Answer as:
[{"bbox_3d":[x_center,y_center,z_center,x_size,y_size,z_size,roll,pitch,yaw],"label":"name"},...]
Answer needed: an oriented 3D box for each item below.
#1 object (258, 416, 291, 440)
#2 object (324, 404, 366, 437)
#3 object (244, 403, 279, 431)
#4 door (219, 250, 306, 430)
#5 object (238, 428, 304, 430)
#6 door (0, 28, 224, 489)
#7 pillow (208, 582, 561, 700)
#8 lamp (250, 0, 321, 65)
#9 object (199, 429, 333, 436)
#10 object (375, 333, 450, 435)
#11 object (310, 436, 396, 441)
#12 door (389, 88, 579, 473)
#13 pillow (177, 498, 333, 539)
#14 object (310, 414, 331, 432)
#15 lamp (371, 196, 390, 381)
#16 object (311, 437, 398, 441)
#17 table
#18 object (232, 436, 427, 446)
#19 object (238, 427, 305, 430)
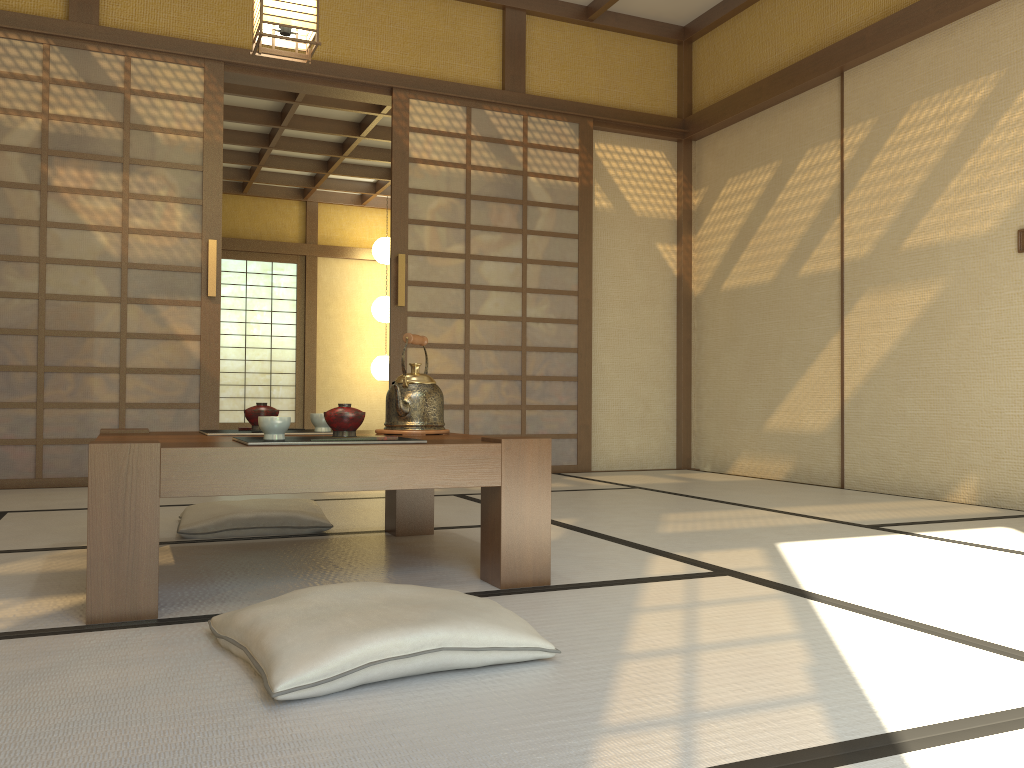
[{"bbox_3d":[-0.549,0.102,2.050,0.074,0.052,0.073,0,-1,20],"label":"object"},{"bbox_3d":[-0.405,0.088,2.147,0.100,0.080,0.100,1,-1,-24],"label":"object"},{"bbox_3d":[-0.729,0.094,2.580,0.100,0.080,0.100,1,-1,-24],"label":"object"},{"bbox_3d":[-3.879,-0.480,10.322,2.890,2.230,0.140,1,-1,-24],"label":"door"},{"bbox_3d":[-0.732,0.136,2.705,0.200,0.008,0.008,1,-1,-30],"label":"object"},{"bbox_3d":[-2.133,-0.612,4.530,1.230,2.265,0.076,1,-1,-24],"label":"door"},{"bbox_3d":[-0.243,0.431,1.576,0.496,0.107,0.486,1,-1,-30],"label":"pillow"},{"bbox_3d":[-0.885,-1.841,3.483,0.240,1.129,0.240,1,-1,-24],"label":"lamp"},{"bbox_3d":[-0.697,0.142,2.606,0.400,0.007,0.300,1,-1,-24],"label":"object"},{"bbox_3d":[-0.292,0.000,2.624,0.219,0.296,0.226,1,-1,-29],"label":"object"},{"bbox_3d":[-0.362,0.124,2.030,0.200,0.008,0.008,1,-1,-27],"label":"object"},{"bbox_3d":[-0.149,-0.581,5.398,1.230,2.265,0.076,1,-1,-24],"label":"door"},{"bbox_3d":[-0.900,0.458,3.078,0.486,0.107,0.496,1,-1,-20],"label":"pillow"},{"bbox_3d":[-0.555,0.113,2.601,0.074,0.052,0.073,0,-1,20],"label":"object"},{"bbox_3d":[-1.523,-1.185,10.765,0.363,2.297,0.363,1,-1,-12],"label":"lamp"},{"bbox_3d":[-0.356,0.124,2.013,0.200,0.008,0.008,1,-1,-23],"label":"object"},{"bbox_3d":[-0.565,0.306,2.375,1.000,0.350,1.000,1,-1,-24],"label":"table"},{"bbox_3d":[-0.438,0.133,2.101,0.400,0.007,0.300,1,-1,-24],"label":"object"},{"bbox_3d":[-0.735,0.136,2.718,0.200,0.008,0.008,1,-1,-26],"label":"object"}]
